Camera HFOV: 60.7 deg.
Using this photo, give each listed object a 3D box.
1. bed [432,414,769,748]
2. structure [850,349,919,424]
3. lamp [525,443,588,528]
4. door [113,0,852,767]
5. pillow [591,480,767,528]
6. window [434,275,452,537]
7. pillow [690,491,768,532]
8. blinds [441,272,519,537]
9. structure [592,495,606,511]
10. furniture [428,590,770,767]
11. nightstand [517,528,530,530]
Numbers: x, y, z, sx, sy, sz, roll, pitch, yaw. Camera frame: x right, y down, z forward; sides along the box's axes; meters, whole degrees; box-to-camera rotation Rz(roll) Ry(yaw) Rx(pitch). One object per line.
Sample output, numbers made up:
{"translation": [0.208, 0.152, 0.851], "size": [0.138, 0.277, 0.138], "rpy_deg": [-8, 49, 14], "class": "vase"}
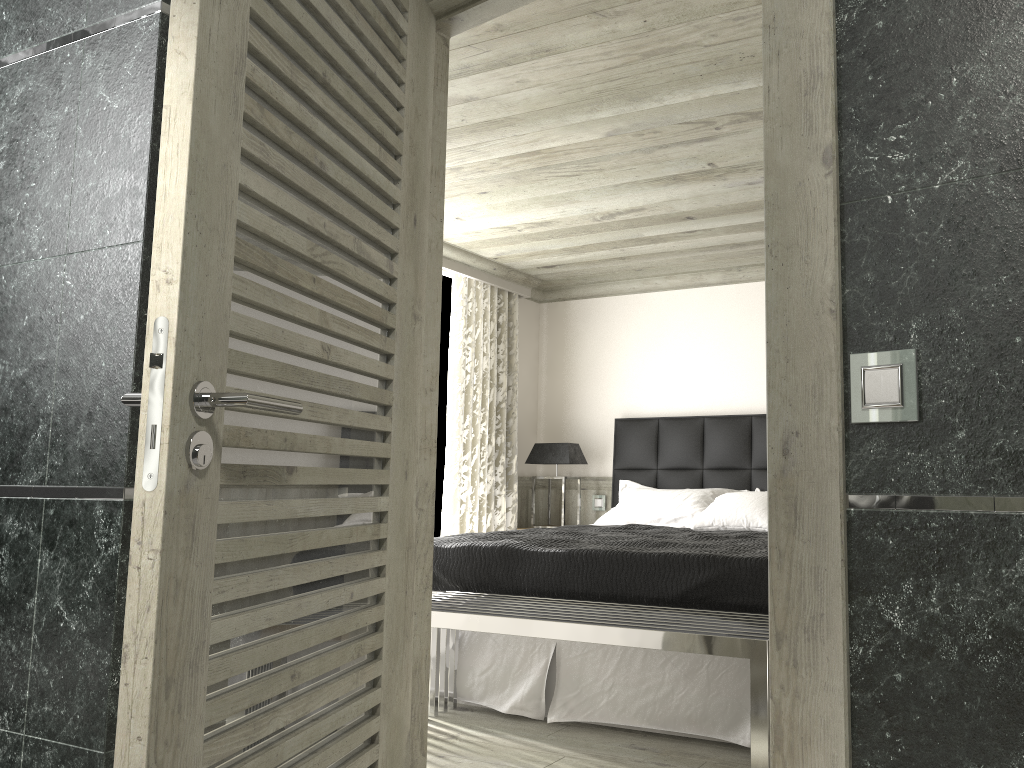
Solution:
{"translation": [1.009, 0.888, 5.362], "size": [2.330, 1.625, 3.234], "rpy_deg": [-3, -8, 31], "class": "bed"}
{"translation": [0.670, 0.005, 1.578], "size": [0.114, 0.129, 0.018], "rpy_deg": [-5, -9, 39], "class": "structure"}
{"translation": [0.363, 0.835, 7.186], "size": [0.405, 0.693, 0.315], "rpy_deg": [-3, -8, 30], "class": "lamp"}
{"translation": [-0.189, 0.032, 1.763], "size": [1.390, 2.518, 1.125], "rpy_deg": [-5, -9, 40], "class": "door"}
{"translation": [1.664, 0.891, 6.339], "size": [2.183, 0.382, 0.679], "rpy_deg": [-3, -8, 29], "class": "pillow"}
{"translation": [-1.120, 0.296, 5.820], "size": [0.001, 2.888, 3.611], "rpy_deg": [-3, -8, 33], "class": "window"}
{"translation": [1.586, 0.865, 5.916], "size": [0.601, 0.273, 0.500], "rpy_deg": [-4, -8, 33], "class": "pillow"}
{"translation": [-0.216, 0.434, 6.884], "size": [0.138, 2.808, 0.895], "rpy_deg": [-3, -8, 34], "class": "blinds"}
{"translation": [0.730, 0.998, 7.340], "size": [0.116, 0.129, 0.018], "rpy_deg": [-3, -8, 28], "class": "structure"}
{"translation": [0.279, 1.232, 3.643], "size": [1.728, 0.560, 0.623], "rpy_deg": [-3, -8, 28], "class": "furniture"}
{"translation": [0.350, 1.537, 7.088], "size": [0.444, 0.723, 0.459], "rpy_deg": [-3, -8, 30], "class": "nightstand"}
